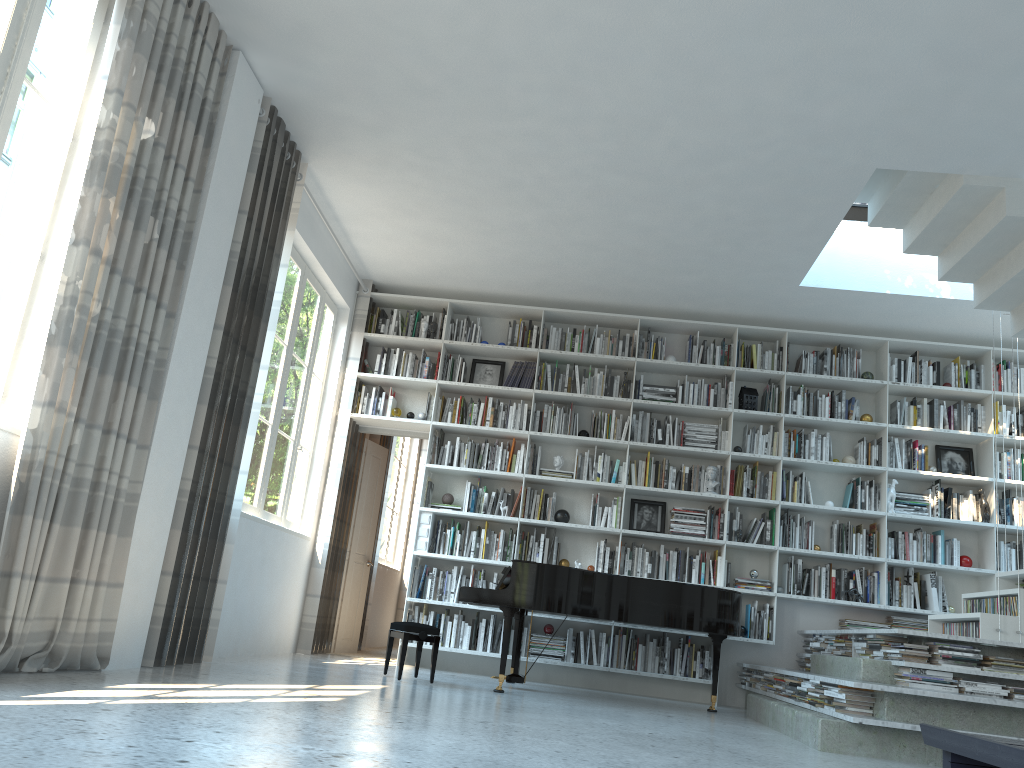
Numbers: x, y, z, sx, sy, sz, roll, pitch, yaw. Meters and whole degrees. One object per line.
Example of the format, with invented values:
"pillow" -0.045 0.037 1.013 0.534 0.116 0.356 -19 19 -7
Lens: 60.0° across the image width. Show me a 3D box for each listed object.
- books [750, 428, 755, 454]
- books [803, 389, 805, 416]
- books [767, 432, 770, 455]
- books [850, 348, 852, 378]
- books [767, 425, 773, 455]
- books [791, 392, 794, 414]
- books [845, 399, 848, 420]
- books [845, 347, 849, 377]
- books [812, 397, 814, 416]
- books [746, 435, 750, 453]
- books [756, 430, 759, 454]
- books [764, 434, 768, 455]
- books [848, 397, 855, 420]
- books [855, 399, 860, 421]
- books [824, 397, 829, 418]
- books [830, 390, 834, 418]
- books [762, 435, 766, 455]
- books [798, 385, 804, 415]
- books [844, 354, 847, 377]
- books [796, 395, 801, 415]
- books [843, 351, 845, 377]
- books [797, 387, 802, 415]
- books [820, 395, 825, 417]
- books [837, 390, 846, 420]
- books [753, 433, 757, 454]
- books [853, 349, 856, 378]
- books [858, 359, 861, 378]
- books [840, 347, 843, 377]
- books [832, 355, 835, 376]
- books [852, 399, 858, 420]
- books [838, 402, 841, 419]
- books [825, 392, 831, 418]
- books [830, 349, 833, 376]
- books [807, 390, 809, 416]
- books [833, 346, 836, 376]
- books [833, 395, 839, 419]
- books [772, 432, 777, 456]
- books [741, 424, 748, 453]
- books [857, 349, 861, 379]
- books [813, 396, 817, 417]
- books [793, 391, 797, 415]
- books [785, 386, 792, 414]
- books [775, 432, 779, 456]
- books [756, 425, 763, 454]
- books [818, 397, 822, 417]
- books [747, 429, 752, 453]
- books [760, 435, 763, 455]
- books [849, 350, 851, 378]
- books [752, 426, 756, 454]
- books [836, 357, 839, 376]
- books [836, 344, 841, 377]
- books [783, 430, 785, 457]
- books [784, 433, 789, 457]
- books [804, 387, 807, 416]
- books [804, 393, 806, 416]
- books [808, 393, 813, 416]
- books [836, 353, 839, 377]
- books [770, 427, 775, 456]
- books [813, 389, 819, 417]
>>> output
"books" 2.031 0.517 7.554 0.028 0.249 0.165 6 -15 5
"books" 2.481 0.192 7.601 0.010 0.268 0.166 6 -15 5
"books" 2.161 0.535 7.535 0.024 0.233 0.150 6 -15 5
"books" 2.923 -0.139 7.692 0.008 0.320 0.134 6 -15 5
"books" 2.182 0.509 7.543 0.028 0.292 0.155 6 -15 5
"books" 2.393 0.201 7.619 0.012 0.239 0.139 6 -15 5
"books" 2.829 0.254 7.567 0.030 0.212 0.157 6 -15 5
"books" 2.881 -0.144 7.666 0.008 0.306 0.183 6 -15 5
"books" 2.560 0.230 7.603 0.014 0.214 0.132 6 -15 5
"books" 1.990 0.540 7.534 0.028 0.185 0.182 6 -15 5
"books" 2.070 0.526 7.544 0.023 0.235 0.179 6 -15 5
"books" 2.140 0.543 7.527 0.029 0.210 0.158 6 -15 5
"books" 2.871 0.244 7.554 0.054 0.234 0.172 6 -15 5
"books" 2.931 0.260 7.574 0.026 0.228 0.141 6 -15 5
"books" 2.663 0.235 7.566 0.021 0.208 0.181 6 -15 5
"books" 2.727 0.212 7.597 0.012 0.284 0.160 6 -15 5
"books" 2.119 0.548 7.527 0.027 0.196 0.185 6 -15 5
"books" 2.471 0.173 7.608 0.014 0.306 0.153 6 -15 5
"books" 2.863 -0.117 7.669 0.024 0.251 0.150 6 -15 5
"books" 2.434 0.214 7.588 0.026 0.207 0.181 6 -15 5
"books" 2.848 -0.129 7.674 0.008 0.274 0.163 6 -15 5
"books" 2.458 0.185 7.612 0.011 0.282 0.173 6 -15 5
"books" 2.644 0.224 7.586 0.023 0.236 0.149 6 -15 5
"books" 2.803 0.212 7.564 0.029 0.284 0.184 6 -15 5
"books" 2.054 0.539 7.547 0.023 0.206 0.171 6 -15 5
"books" 2.936 -0.133 7.660 0.013 0.296 0.189 6 -15 5
"books" 2.970 -0.088 7.643 0.014 0.208 0.188 6 -15 5
"books" 2.819 -0.150 7.657 0.015 0.298 0.183 6 -15 5
"books" 2.760 -0.119 7.665 0.018 0.230 0.160 6 -15 5
"books" 2.893 0.258 7.559 0.048 0.216 0.183 6 -15 5
"books" 2.770 0.263 7.566 0.027 0.181 0.176 6 -15 5
"books" 2.694 0.216 7.585 0.012 0.264 0.157 6 -15 5
"books" 2.752 -0.141 7.692 0.007 0.284 0.160 6 -15 5
"books" 2.524 0.198 7.620 0.012 0.276 0.133 6 -15 5
"books" 2.777 -0.155 7.680 0.006 0.311 0.179 6 -15 5
"books" 2.744 0.232 7.572 0.030 0.237 0.186 6 -15 5
"books" 2.209 0.538 7.514 0.028 0.229 0.177 6 -15 5
"books" 1.985 0.496 7.569 0.018 0.284 0.160 6 -15 5
"books" 2.986 -0.133 7.656 0.006 0.305 0.164 6 -15 5
"books" 2.582 0.229 7.606 0.028 0.223 0.142 6 -15 5
"books" 2.411 0.200 7.612 0.026 0.242 0.148 6 -15 5
"books" 2.372 0.174 7.613 0.012 0.284 0.160 6 -15 5
"books" 2.229 0.540 7.528 0.026 0.237 0.173 6 -15 5
"books" 2.088 0.503 7.526 0.028 0.274 0.187 6 -15 5
"books" 2.620 0.235 7.596 0.025 0.215 0.144 6 -15 5
"books" 2.013 0.520 7.560 0.024 0.242 0.160 6 -15 5
"books" 2.100 0.546 7.526 0.024 0.194 0.173 6 -15 5
"books" 2.907 -0.134 7.673 0.019 0.298 0.137 6 -15 5
"books" 2.047 0.506 7.557 0.019 0.274 0.146 6 -15 5
"books" 2.782 -0.105 7.649 0.018 0.200 0.189 6 -15 5
"books" 2.810 -0.161 7.677 0.007 0.328 0.184 6 -15 5
"books" 2.272 0.535 7.519 0.028 0.250 0.190 6 -15 5
"books" 2.315 0.550 7.537 0.030 0.241 0.138 6 -15 5
"books" 2.509 0.186 7.617 0.021 0.295 0.139 6 -15 5
"books" 2.491 0.211 7.605 0.012 0.235 0.166 6 -15 5
"books" 2.540 0.211 7.591 0.027 0.241 0.160 6 -15 5
"books" 2.799 -0.124 7.669 0.008 0.250 0.170 6 -15 5
"books" 2.196 0.518 7.537 0.025 0.276 0.173 6 -15 5
"books" 2.605 0.201 7.608 0.013 0.283 0.155 6 -15 5
